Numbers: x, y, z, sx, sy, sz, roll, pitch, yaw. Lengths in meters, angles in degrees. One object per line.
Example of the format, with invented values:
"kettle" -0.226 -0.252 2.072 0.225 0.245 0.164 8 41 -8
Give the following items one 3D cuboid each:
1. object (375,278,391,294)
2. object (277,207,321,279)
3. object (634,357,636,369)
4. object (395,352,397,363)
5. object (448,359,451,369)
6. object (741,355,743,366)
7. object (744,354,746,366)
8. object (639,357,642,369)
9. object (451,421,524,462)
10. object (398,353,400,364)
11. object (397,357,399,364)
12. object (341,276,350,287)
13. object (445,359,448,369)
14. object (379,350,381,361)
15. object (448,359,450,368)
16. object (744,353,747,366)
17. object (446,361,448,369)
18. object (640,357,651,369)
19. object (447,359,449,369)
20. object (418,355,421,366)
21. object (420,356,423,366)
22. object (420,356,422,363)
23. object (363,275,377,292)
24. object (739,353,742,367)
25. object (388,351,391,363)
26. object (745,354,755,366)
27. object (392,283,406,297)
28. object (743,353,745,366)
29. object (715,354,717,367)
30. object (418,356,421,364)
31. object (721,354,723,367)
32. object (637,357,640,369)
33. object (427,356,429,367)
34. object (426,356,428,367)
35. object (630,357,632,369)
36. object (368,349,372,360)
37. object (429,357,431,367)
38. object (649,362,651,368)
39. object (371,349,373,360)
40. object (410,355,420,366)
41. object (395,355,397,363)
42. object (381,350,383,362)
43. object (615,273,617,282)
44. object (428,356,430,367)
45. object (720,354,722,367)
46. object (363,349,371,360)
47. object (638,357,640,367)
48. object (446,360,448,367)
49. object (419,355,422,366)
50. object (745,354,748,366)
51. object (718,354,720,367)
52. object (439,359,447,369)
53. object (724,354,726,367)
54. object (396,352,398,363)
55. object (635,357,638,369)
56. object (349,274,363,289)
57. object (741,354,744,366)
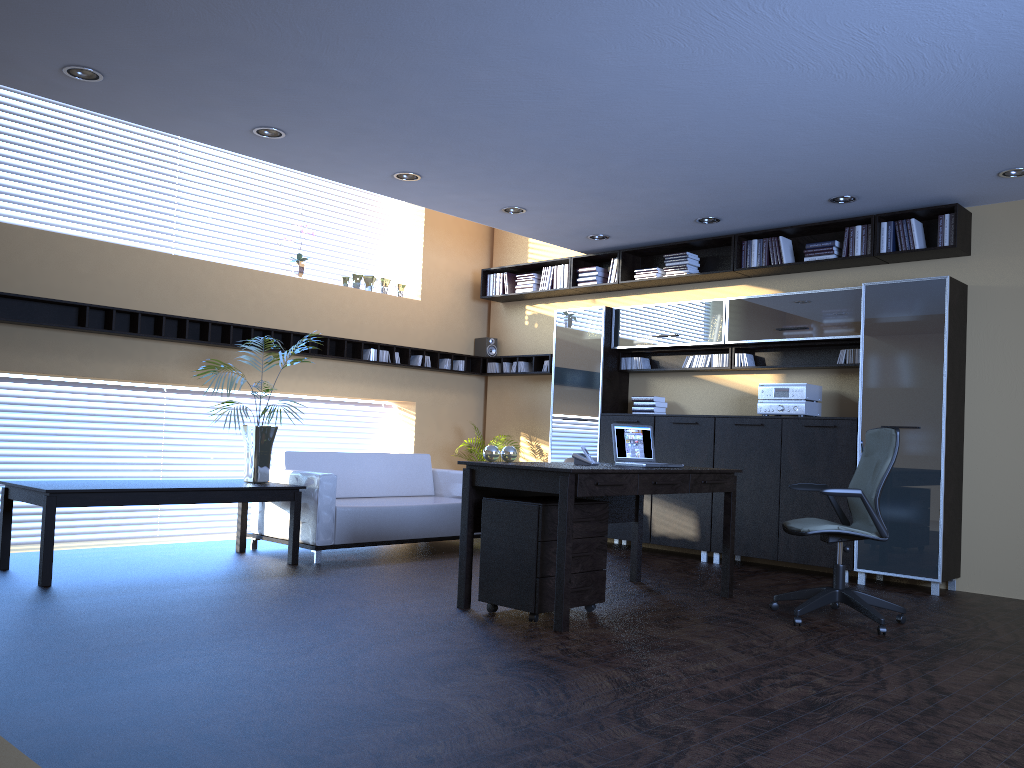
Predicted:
"object" -1.408 -1.054 9.634 0.137 0.173 0.144 1 -3 33
"object" -2.101 -1.390 8.895 0.351 0.694 0.438 2 -3 23
"object" 1.282 -0.203 8.951 0.009 0.120 0.142 1 -3 43
"object" -1.287 -0.280 9.488 0.140 0.117 0.026 0 -3 43
"object" -0.752 -0.223 10.066 0.142 0.120 0.009 0 -3 43
"object" 2.148 -0.215 8.149 0.026 0.117 0.140 1 -3 43
"object" 2.169 -0.215 8.126 0.026 0.117 0.140 1 -3 43
"object" 1.326 -0.204 8.907 0.030 0.120 0.142 1 -3 43
"object" -0.261 1.017 9.823 0.841 1.239 0.689 3 -2 -13
"object" -1.260 -0.275 9.524 0.142 0.118 0.040 0 -3 43
"object" -1.273 -0.278 9.516 0.142 0.120 0.030 0 -3 43
"object" -1.743 -1.060 9.276 0.089 0.113 0.094 3 -3 -12
"object" -0.790 -0.226 10.031 0.142 0.120 0.030 0 -3 43
"object" -1.435 -0.296 9.337 0.142 0.120 0.009 0 -3 43
"object" -0.764 -0.224 10.048 0.142 0.120 0.030 0 -3 43
"object" 2.171 -0.215 8.129 0.030 0.120 0.142 1 -3 43
"object" -0.779 -0.226 10.034 0.140 0.117 0.026 0 -3 43
"object" 1.339 -0.203 8.899 0.040 0.118 0.142 0 -3 43
"object" -0.773 -0.225 10.043 0.142 0.120 0.030 0 -3 43
"object" -1.063 -0.255 9.737 0.140 0.117 0.026 0 -3 43
"object" -1.044 -0.253 9.763 0.142 0.120 0.030 0 -3 43
"object" -1.050 -0.254 9.754 0.140 0.117 0.026 0 -3 43
"object" -1.533 -1.067 9.506 0.137 0.173 0.144 2 -3 3
"object" 2.131 -0.215 8.162 0.009 0.120 0.142 1 -3 43
"object" -1.349 -0.285 9.430 0.142 0.118 0.040 0 -3 43
"object" 2.182 -0.214 8.118 0.040 0.118 0.142 0 -3 43
"object" -1.253 -1.026 9.800 0.117 0.149 0.124 0 -3 43
"object" 2.161 -0.215 8.133 0.030 0.120 0.142 1 -3 43
"object" 1.952 -0.213 8.322 0.009 0.120 0.142 1 -3 43
"object" -1.064 -0.255 9.739 0.142 0.120 0.030 0 -3 43
"object" 1.999 -0.213 8.283 0.009 0.120 0.142 1 -3 43
"object" 1.313 -0.203 8.924 0.030 0.120 0.142 1 -3 43
"object" -0.978 -0.247 9.819 0.142 0.120 0.030 0 -3 43
"object" -0.988 -0.248 9.813 0.142 0.120 0.030 0 -3 43
"object" 1.248 -0.203 8.989 0.009 0.120 0.142 1 -3 43
"object" -1.513 -0.304 9.250 0.142 0.120 0.009 0 -3 43
"object" -0.957 -0.243 9.848 0.142 0.118 0.040 0 -3 43
"object" 1.344 -0.202 8.904 0.036 0.116 0.140 1 -3 43
"object" -1.506 -0.303 9.257 0.142 0.120 0.009 0 -3 43
"object" -1.071 -0.255 9.725 0.142 0.118 0.040 0 -3 43
"object" -1.289 -0.280 9.489 0.142 0.120 0.030 0 -3 43
"object" -1.411 -0.293 9.357 0.142 0.120 0.009 0 -3 43
"object" 1.140 -1.145 9.055 0.075 0.259 0.208 1 -3 43
"object" -0.967 -0.245 9.837 0.142 0.120 0.030 0 -3 43
"object" 1.990 -0.213 8.289 0.009 0.120 0.142 1 -3 43
"object" -1.531 -0.304 9.233 0.142 0.118 0.040 0 -3 43
"object" 1.323 -0.203 8.919 0.030 0.120 0.142 1 -3 43
"object" -0.781 -0.225 10.036 0.142 0.120 0.030 0 -3 43
"object" -1.056 -0.255 9.745 0.142 0.120 0.030 0 -3 43
"object" 2.181 -0.214 8.116 0.036 0.116 0.140 0 -3 43
"object" 1.974 -0.213 8.302 0.009 0.120 0.142 1 -3 43
"object" -0.799 -0.226 10.019 0.142 0.118 0.040 0 -3 43
"object" 2.020 -0.214 8.262 0.009 0.120 0.142 1 -3 43
"object" -1.278 -0.278 9.506 0.142 0.120 0.030 0 -3 43
"object" 1.292 -0.203 8.947 0.009 0.120 0.142 1 -3 43
"object" -1.653 -1.074 9.372 0.133 0.159 0.126 4 -3 -27
"object" 2.153 -0.215 8.140 0.030 0.120 0.142 1 -3 43
